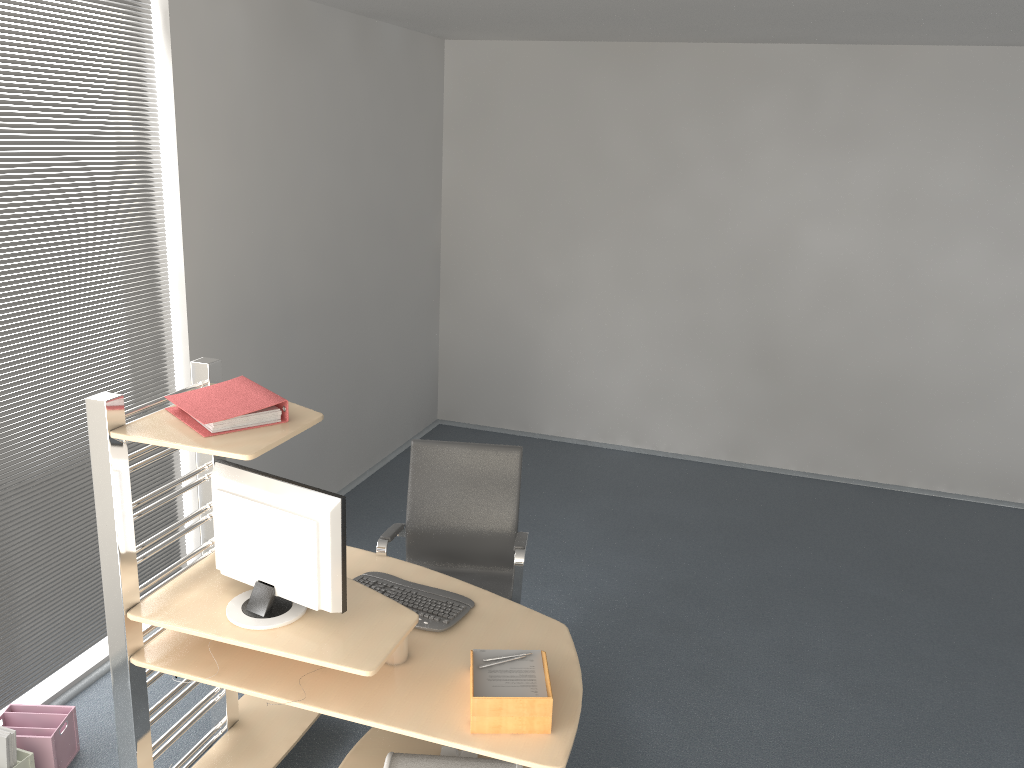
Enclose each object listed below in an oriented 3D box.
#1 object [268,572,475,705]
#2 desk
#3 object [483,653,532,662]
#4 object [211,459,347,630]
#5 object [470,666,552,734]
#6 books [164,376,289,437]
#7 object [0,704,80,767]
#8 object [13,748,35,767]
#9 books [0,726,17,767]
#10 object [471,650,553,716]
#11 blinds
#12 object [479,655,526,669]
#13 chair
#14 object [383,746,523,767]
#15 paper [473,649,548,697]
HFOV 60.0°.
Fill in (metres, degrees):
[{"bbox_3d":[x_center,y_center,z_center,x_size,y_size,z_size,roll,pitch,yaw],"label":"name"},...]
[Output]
[{"bbox_3d":[-0.501,0.847,2.907,0.478,0.082,0.814,10,17,24],"label":"object"},{"bbox_3d":[-0.413,0.765,2.983,1.469,1.566,0.967,7,17,17],"label":"desk"},{"bbox_3d":[-0.012,0.832,2.705,0.159,0.009,0.008,-3,17,-18],"label":"object"},{"bbox_3d":[-0.761,0.497,2.711,0.516,0.418,0.245,15,20,38],"label":"object"},{"bbox_3d":[-0.010,0.906,2.618,0.225,0.060,0.309,1,16,-3],"label":"object"},{"bbox_3d":[-0.877,0.062,2.718,0.262,0.072,0.320,-11,20,-39],"label":"books"},{"bbox_3d":[-1.778,1.336,3.295,0.245,0.202,0.185,2,16,-1],"label":"object"},{"bbox_3d":[-1.822,1.395,3.080,0.245,0.202,0.185,7,17,17],"label":"object"},{"bbox_3d":[-1.814,1.324,3.074,0.220,0.306,0.068,7,17,17],"label":"books"},{"bbox_3d":[-0.007,0.852,2.603,0.225,0.060,0.309,1,16,-3],"label":"object"},{"bbox_3d":[-1.903,-0.095,3.251,0.022,2.770,1.950,7,17,17],"label":"blinds"},{"bbox_3d":[-0.027,0.838,2.679,0.159,0.009,0.008,-6,18,-26],"label":"object"},{"bbox_3d":[-0.237,0.841,3.694,0.584,1.048,0.652,3,16,4],"label":"chair"},{"bbox_3d":[-0.183,1.240,2.878,0.438,0.162,0.351,3,16,2],"label":"object"},{"bbox_3d":[-0.008,0.868,2.609,0.210,0.010,0.297,1,16,-3],"label":"paper"}]
